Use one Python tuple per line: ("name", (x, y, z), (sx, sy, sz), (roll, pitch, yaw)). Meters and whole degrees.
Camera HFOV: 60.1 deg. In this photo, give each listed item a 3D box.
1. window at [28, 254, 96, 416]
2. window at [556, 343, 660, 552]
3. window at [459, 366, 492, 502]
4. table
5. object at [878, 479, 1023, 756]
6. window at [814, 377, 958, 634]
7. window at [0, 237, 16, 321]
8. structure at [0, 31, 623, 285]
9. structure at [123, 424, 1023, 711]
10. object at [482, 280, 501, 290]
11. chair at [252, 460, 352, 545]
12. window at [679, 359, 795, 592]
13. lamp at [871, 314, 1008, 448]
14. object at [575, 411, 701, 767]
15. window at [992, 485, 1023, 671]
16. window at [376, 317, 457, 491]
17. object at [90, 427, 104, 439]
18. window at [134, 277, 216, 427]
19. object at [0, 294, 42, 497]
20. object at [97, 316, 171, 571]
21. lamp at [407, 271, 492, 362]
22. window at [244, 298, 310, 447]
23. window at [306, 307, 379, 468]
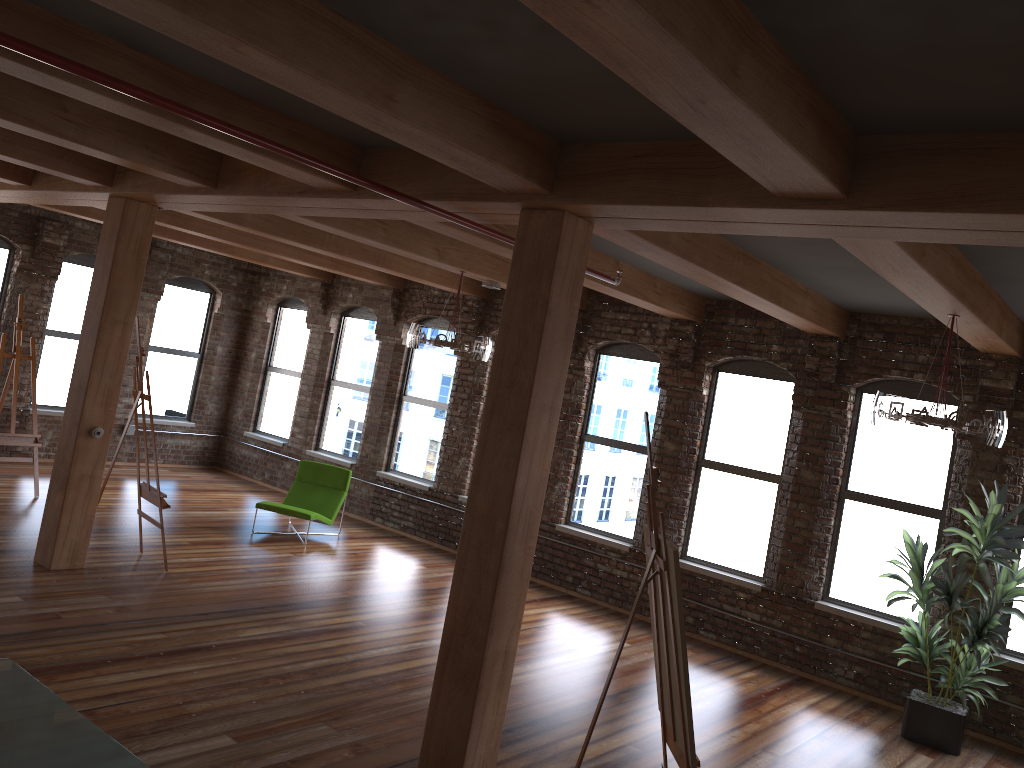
("window", (-5.890, -0.667, 12.052), (0.219, 2.223, 0.963), (8, -3, 38))
("window", (1.128, 0.627, 9.796), (0.972, 2.219, 0.235), (9, -3, 38))
("window", (-0.019, 0.415, 10.695), (0.972, 2.219, 0.229), (9, -3, 38))
("table", (-1.824, 1.568, 2.960), (1.877, 0.561, 0.935), (10, -1, 38))
("object", (3.503, 1.766, 7.040), (0.962, 2.108, 1.083), (12, -3, -39))
("window", (3.418, 1.050, 7.992), (0.972, 2.219, 0.234), (9, -3, 38))
("window", (-6.770, -0.824, 10.891), (0.222, 2.232, 0.963), (8, -3, 38))
("structure", (-1.222, -1.158, 3.964), (0.051, 0.112, 6.776), (9, -1, 38))
("structure", (0.653, 1.863, 9.745), (13.751, 0.314, 1.626), (10, 0, 31))
("object", (-0.205, -1.006, 8.943), (0.148, 0.072, 0.145), (10, -1, 38))
("chair", (-2.404, 1.337, 10.210), (0.681, 0.798, 0.953), (10, -1, 13))
("window", (2.272, 0.838, 8.893), (0.972, 2.219, 0.231), (9, -3, 38))
("lamp", (2.845, -0.056, 5.831), (0.808, 0.816, 0.809), (11, -1, -10))
("object", (0.680, 1.226, 4.233), (0.684, 2.145, 0.701), (11, -2, -2))
("window", (4.564, 1.262, 7.091), (0.972, 2.219, 0.234), (9, -3, 38))
("window", (-1.161, 0.204, 11.596), (0.972, 2.219, 0.232), (9, -3, 38))
("object", (-3.398, 0.402, 7.269), (0.061, 0.096, 0.095), (9, -2, 38))
("window", (-5.000, -0.504, 13.223), (0.219, 2.223, 0.963), (8, -3, 38))
("object", (-5.421, 0.097, 9.617), (0.687, 2.145, 0.658), (9, -3, 33))
("object", (-3.266, 0.496, 7.770), (0.681, 2.145, 0.664), (13, -3, -42))
("lamp", (-0.549, -0.683, 8.502), (0.807, 0.816, 0.810), (11, -1, -16))
("window", (-3.472, -0.224, 13.415), (0.972, 2.219, 0.231), (9, -3, 38))
("window", (-2.307, -0.008, 12.497), (0.972, 2.219, 0.230), (9, -3, 38))
